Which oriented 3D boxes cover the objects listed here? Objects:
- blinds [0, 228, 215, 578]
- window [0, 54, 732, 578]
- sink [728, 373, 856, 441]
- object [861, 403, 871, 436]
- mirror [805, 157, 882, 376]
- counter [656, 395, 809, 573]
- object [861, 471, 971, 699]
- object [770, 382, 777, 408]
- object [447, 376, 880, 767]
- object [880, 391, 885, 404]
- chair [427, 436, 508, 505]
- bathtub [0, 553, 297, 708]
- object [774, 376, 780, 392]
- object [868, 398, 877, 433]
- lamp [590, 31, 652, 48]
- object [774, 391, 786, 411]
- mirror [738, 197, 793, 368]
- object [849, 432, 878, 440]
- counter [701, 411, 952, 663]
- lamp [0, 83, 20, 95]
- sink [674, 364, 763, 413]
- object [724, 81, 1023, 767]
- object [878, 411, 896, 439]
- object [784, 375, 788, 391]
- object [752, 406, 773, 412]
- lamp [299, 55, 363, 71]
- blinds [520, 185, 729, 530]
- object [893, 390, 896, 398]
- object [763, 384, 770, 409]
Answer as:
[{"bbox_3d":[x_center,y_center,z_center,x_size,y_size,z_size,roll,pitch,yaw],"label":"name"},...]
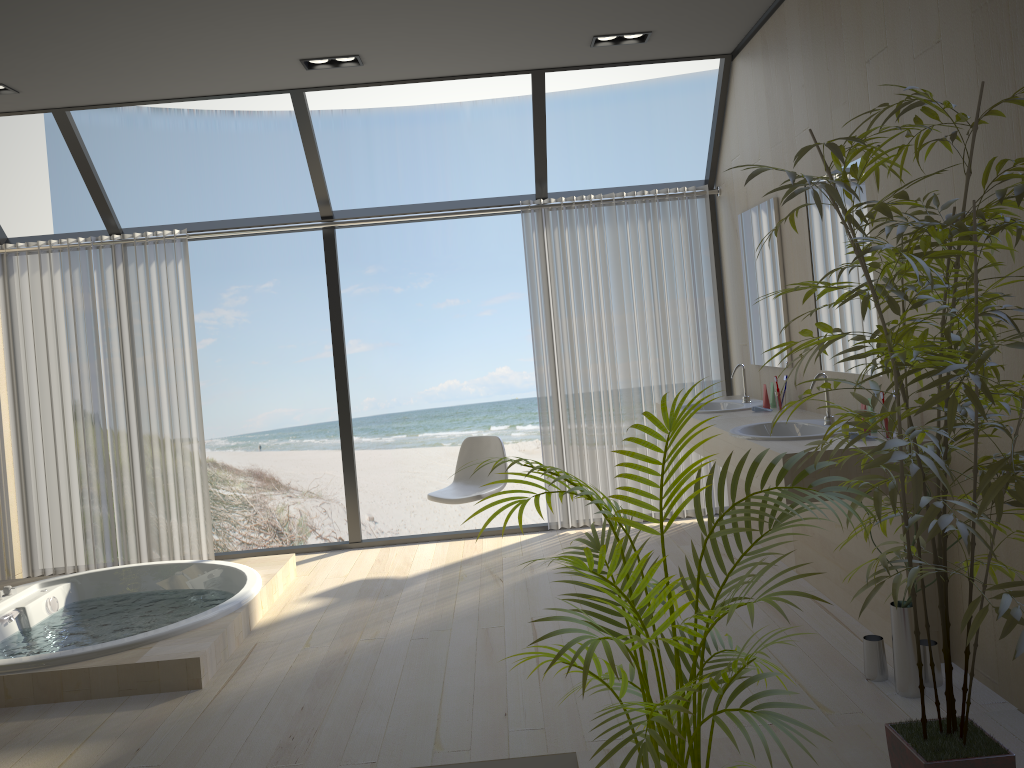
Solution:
[{"bbox_3d":[-2.515,0.116,5.506,1.183,2.071,0.084,-5,0,-1],"label":"blinds"},{"bbox_3d":[-0.911,-0.358,5.348,4.560,2.814,0.745,-5,0,-1],"label":"window"},{"bbox_3d":[1.152,0.174,3.649,0.504,0.419,0.574,-5,2,2],"label":"sink"},{"bbox_3d":[1.319,0.133,3.311,0.038,0.135,0.039,-5,0,40],"label":"object"},{"bbox_3d":[1.414,-0.478,3.778,0.023,0.868,0.654,-5,1,-1],"label":"mirror"},{"bbox_3d":[1.211,0.517,4.888,0.550,0.790,1.206,-5,2,-1],"label":"counter"},{"bbox_3d":[1.365,0.627,2.947,0.407,0.749,0.273,-5,0,-13],"label":"object"},{"bbox_3d":[1.359,0.058,4.611,0.039,0.135,0.039,-5,0,-42],"label":"object"},{"bbox_3d":[0.283,0.555,1.950,0.914,1.157,0.753,-4,1,33],"label":"object"},{"bbox_3d":[1.347,0.112,3.200,0.012,0.178,0.050,-5,0,38],"label":"object"},{"bbox_3d":[-0.250,0.505,5.198,0.368,0.347,0.455,-4,2,27],"label":"chair"},{"bbox_3d":[-2.132,1.169,4.248,1.821,0.698,1.649,-5,3,-1],"label":"bathtub"},{"bbox_3d":[1.324,0.047,4.406,0.012,0.178,0.050,-5,0,38],"label":"object"},{"bbox_3d":[1.383,0.123,3.405,0.038,0.135,0.039,-5,0,40],"label":"object"},{"bbox_3d":[0.560,-1.844,4.606,0.301,0.112,0.164,-5,2,-1],"label":"lamp"},{"bbox_3d":[1.346,0.087,4.429,0.058,0.100,0.058,-5,1,6],"label":"object"},{"bbox_3d":[1.366,-0.531,4.813,0.023,0.868,0.654,-5,1,-1],"label":"mirror"},{"bbox_3d":[1.280,0.190,3.242,0.104,0.029,0.033,-3,3,39],"label":"object"},{"bbox_3d":[1.234,0.582,3.682,0.550,0.790,1.206,-5,2,-1],"label":"counter"},{"bbox_3d":[-2.726,-1.555,4.540,0.301,0.112,0.164,-5,2,-1],"label":"lamp"},{"bbox_3d":[1.128,0.110,4.855,0.504,0.419,0.574,-5,2,2],"label":"sink"},{"bbox_3d":[1.002,0.201,2.008,0.785,1.757,0.937,-5,1,24],"label":"object"},{"bbox_3d":[1.369,0.151,3.223,0.058,0.100,0.058,-5,1,9],"label":"object"},{"bbox_3d":[1.356,0.045,4.422,0.053,0.175,0.012,-5,0,24],"label":"object"},{"bbox_3d":[1.257,0.125,4.448,0.104,0.029,0.033,-3,3,39],"label":"object"},{"bbox_3d":[-0.935,-1.713,4.576,0.301,0.112,0.164,-5,2,-1],"label":"lamp"},{"bbox_3d":[0.727,-0.169,5.572,1.183,2.071,0.084,-5,0,-1],"label":"blinds"},{"bbox_3d":[1.380,0.109,3.216,0.053,0.175,0.012,-5,0,24],"label":"object"},{"bbox_3d":[1.295,0.069,4.517,0.039,0.135,0.039,-5,0,-42],"label":"object"}]
